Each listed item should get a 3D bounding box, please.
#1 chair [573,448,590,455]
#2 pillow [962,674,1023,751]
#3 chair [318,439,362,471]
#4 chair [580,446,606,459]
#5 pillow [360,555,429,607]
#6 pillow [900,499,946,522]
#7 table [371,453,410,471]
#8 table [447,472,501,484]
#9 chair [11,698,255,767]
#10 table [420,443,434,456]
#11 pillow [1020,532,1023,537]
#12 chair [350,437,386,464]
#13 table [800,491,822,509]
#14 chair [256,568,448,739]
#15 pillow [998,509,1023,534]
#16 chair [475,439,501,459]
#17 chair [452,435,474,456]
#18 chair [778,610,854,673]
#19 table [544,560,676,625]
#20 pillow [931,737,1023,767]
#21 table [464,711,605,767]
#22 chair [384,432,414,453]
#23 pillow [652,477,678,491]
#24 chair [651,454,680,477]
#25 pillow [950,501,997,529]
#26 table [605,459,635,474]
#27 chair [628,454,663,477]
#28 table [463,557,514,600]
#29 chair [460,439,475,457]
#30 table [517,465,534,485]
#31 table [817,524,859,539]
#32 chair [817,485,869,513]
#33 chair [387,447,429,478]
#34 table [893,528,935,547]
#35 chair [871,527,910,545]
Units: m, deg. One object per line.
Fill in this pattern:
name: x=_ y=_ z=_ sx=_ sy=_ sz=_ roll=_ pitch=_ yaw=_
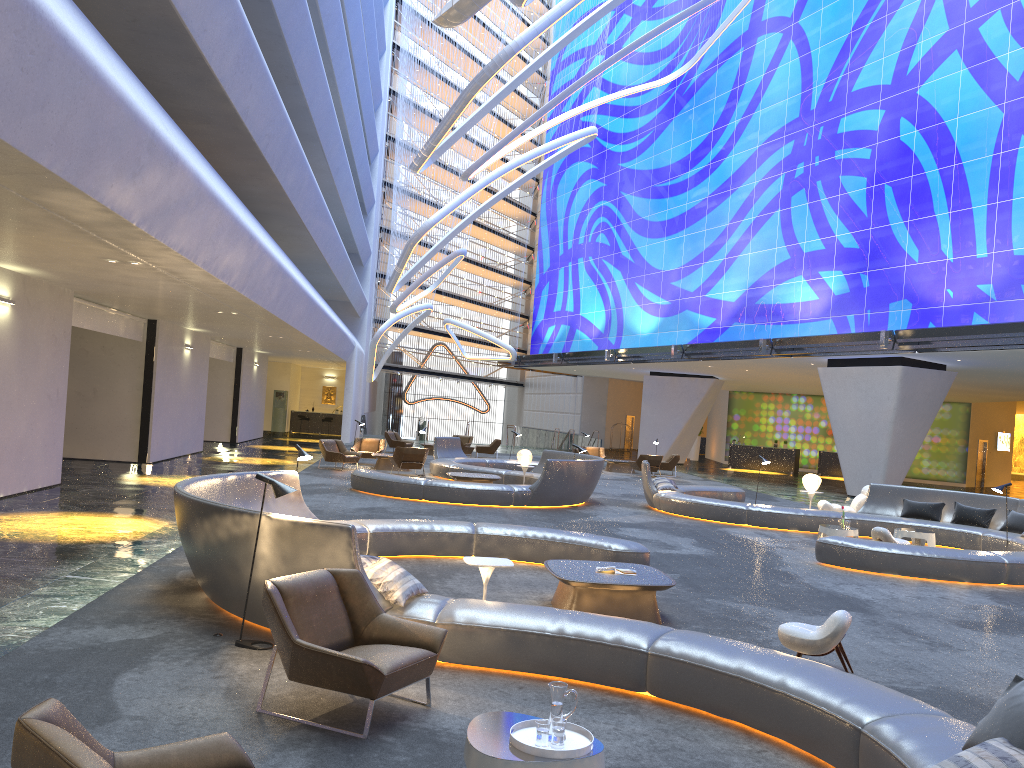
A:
chair: x=2.575 y=2.594 z=29.954 sx=0.938 sy=0.767 sz=0.930 roll=4 pitch=-1 yaw=27
pillow: x=2.241 y=1.550 z=3.848 sx=0.315 sy=0.386 sz=0.785 roll=4 pitch=-1 yaw=9
chair: x=-4.586 y=1.883 z=23.476 sx=0.938 sy=0.767 sz=0.930 roll=4 pitch=-1 yaw=27
chair: x=2.947 y=2.696 z=32.463 sx=0.929 sy=0.767 sz=0.939 roll=4 pitch=-1 yaw=0
pillow: x=-0.986 y=1.473 z=6.789 sx=0.693 sy=0.262 sz=0.876 roll=6 pitch=-2 yaw=-44
pillow: x=7.624 y=2.355 z=16.491 sx=0.768 sy=0.369 sz=0.295 roll=3 pitch=-1 yaw=38
table: x=-3.349 y=2.192 z=24.790 sx=1.203 sy=0.392 sz=1.203 roll=4 pitch=-2 yaw=-7
table: x=-0.861 y=2.222 z=19.714 sx=1.203 sy=0.392 sz=1.203 roll=4 pitch=-2 yaw=-6
chair: x=-1.154 y=1.527 z=3.078 sx=0.928 sy=0.767 sz=0.940 roll=3 pitch=-1 yaw=43
table: x=-2.820 y=2.487 z=33.413 sx=1.202 sy=0.392 sz=1.204 roll=4 pitch=-2 yaw=12
pillow: x=8.555 y=2.382 z=14.160 sx=0.693 sy=0.262 sz=0.876 roll=5 pitch=-2 yaw=-41
chair: x=-4.215 y=1.985 z=25.985 sx=0.929 sy=0.767 sz=0.939 roll=4 pitch=-1 yaw=0
table: x=6.430 y=2.619 z=19.124 sx=0.418 sy=0.595 sz=0.427 roll=4 pitch=0 yaw=-32
chair: x=-0.997 y=1.608 z=5.427 sx=0.938 sy=0.767 sz=0.930 roll=4 pitch=-1 yaw=27
pillow: x=8.705 y=2.375 z=15.114 sx=0.315 sy=0.386 sz=0.784 roll=4 pitch=-1 yaw=-15
chair: x=-0.913 y=2.446 z=33.469 sx=0.939 sy=0.767 sz=0.929 roll=4 pitch=-1 yaw=-4
chair: x=-2.047 y=2.402 z=34.757 sx=0.928 sy=0.767 sz=0.940 roll=4 pitch=-1 yaw=20
chair: x=2.434 y=2.038 z=7.095 sx=0.586 sy=0.501 sz=0.491 roll=4 pitch=-1 yaw=28
table: x=0.918 y=2.022 z=8.626 sx=1.203 sy=0.392 sz=1.203 roll=4 pitch=-2 yaw=-6
pillow: x=2.062 y=1.620 z=3.535 sx=0.873 sy=0.280 sz=0.685 roll=3 pitch=-2 yaw=31
table: x=0.095 y=1.828 z=4.126 sx=0.671 sy=0.406 sz=0.673 roll=4 pitch=-1 yaw=-10
chair: x=-4.217 y=2.191 z=32.955 sx=0.938 sy=0.767 sz=0.930 roll=4 pitch=-1 yaw=18
pillow: x=3.246 y=2.144 z=19.097 sx=0.692 sy=0.262 sz=0.877 roll=4 pitch=-2 yaw=2
chair: x=5.338 y=2.825 z=30.971 sx=0.938 sy=0.767 sz=0.930 roll=4 pitch=-1 yaw=2
pillow: x=8.270 y=2.363 z=15.931 sx=0.282 sy=0.417 sz=0.758 roll=4 pitch=-1 yaw=-38
table: x=3.812 y=2.903 z=31.268 sx=1.203 sy=0.392 sz=1.203 roll=4 pitch=-2 yaw=-6
chair: x=4.478 y=2.718 z=29.484 sx=0.930 sy=0.767 sz=0.938 roll=5 pitch=-1 yaw=-23
table: x=-0.224 y=1.792 z=7.502 sx=0.418 sy=0.595 sz=0.427 roll=4 pitch=0 yaw=-10
chair: x=-1.961 y=2.321 z=31.808 sx=0.940 sy=0.767 sz=0.928 roll=5 pitch=-1 yaw=-45
table: x=0.296 y=2.227 z=20.893 sx=0.418 sy=0.595 sz=0.427 roll=4 pitch=0 yaw=-7
table: x=5.147 y=2.492 z=14.194 sx=0.674 sy=0.406 sz=0.670 roll=5 pitch=-2 yaw=-44
chair: x=6.969 y=2.510 z=18.352 sx=1.156 sy=0.882 sz=0.729 roll=4 pitch=-1 yaw=13
chair: x=-2.684 y=2.007 z=23.006 sx=0.930 sy=0.767 sz=0.938 roll=5 pitch=-1 yaw=-23
table: x=6.592 y=2.610 z=14.639 sx=0.673 sy=0.406 sz=0.671 roll=4 pitch=-1 yaw=13
chair: x=6.299 y=2.529 z=14.208 sx=1.787 sy=0.501 sz=0.585 roll=6 pitch=-2 yaw=-43
